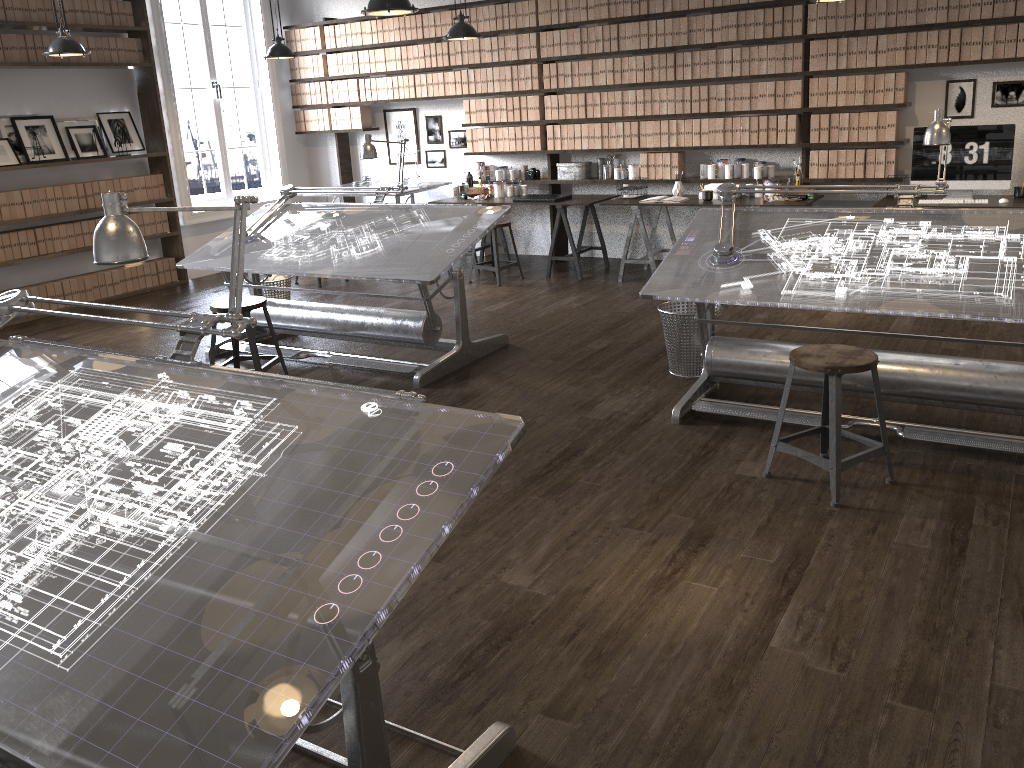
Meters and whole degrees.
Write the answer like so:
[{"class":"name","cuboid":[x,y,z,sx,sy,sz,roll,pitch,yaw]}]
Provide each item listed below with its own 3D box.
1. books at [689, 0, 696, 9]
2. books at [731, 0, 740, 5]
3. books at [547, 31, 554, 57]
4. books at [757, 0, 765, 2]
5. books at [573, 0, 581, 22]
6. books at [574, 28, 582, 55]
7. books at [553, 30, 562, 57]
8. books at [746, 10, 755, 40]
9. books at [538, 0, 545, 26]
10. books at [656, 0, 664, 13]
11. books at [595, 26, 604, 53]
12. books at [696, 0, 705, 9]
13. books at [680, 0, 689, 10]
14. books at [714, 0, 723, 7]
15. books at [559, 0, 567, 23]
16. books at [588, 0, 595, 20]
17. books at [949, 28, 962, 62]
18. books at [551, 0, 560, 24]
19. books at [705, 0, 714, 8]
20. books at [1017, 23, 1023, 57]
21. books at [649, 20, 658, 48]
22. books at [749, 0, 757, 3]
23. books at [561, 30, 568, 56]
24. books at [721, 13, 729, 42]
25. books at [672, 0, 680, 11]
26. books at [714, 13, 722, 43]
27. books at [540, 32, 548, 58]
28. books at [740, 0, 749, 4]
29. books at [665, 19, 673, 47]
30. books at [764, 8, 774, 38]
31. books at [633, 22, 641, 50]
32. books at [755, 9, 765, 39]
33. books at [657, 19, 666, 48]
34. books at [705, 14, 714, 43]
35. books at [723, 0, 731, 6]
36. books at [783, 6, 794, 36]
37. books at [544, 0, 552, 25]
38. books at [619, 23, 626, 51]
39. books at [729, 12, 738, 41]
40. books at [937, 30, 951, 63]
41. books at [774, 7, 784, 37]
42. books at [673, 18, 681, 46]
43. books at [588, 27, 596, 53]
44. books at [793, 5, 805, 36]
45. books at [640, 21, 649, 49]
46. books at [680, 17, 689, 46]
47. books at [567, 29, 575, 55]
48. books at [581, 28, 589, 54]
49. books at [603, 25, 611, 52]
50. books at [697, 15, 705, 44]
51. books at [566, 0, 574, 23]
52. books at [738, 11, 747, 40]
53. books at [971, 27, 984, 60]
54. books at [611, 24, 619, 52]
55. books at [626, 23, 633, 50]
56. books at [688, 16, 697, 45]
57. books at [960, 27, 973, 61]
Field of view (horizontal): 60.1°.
[{"class":"books","cuboid":[1.510,-3.180,7.250,0.067,0.222,0.176,6,18,30]},{"class":"books","cuboid":[1.809,-3.142,7.074,0.067,0.223,0.176,6,18,30]},{"class":"books","cuboid":[0.387,-3.063,7.996,0.067,0.223,0.176,6,18,30]},{"class":"books","cuboid":[1.985,-3.120,6.970,0.067,0.222,0.176,6,18,30]},{"class":"books","cuboid":[0.607,-3.297,7.785,0.067,0.223,0.176,6,18,30]},{"class":"books","cuboid":[0.618,-3.032,7.853,0.067,0.223,0.176,6,18,30]},{"class":"books","cuboid":[0.445,-3.054,7.957,0.067,0.223,0.176,6,18,30]},{"class":"books","cuboid":[1.933,-2.865,7.082,0.067,0.223,0.176,6,18,30]},{"class":"books","cuboid":[0.308,-3.335,7.961,0.067,0.222,0.176,6,18,30]},{"class":"books","cuboid":[1.262,-3.211,7.391,0.067,0.223,0.176,6,18,30]},{"class":"books","cuboid":[0.798,-3.009,7.749,0.067,0.223,0.176,6,18,30]},{"class":"books","cuboid":[1.563,-3.172,7.214,0.067,0.223,0.176,6,18,30]},{"class":"books","cuboid":[1.447,-3.189,7.288,0.067,0.223,0.176,6,18,30]},{"class":"books","cuboid":[1.688,-3.157,7.143,0.067,0.223,0.176,6,18,30]},{"class":"books","cuboid":[0.486,-3.311,7.854,0.067,0.223,0.176,6,18,30]},{"class":"books","cuboid":[0.728,-3.280,7.711,0.067,0.222,0.176,6,18,30]},{"class":"books","cuboid":[3.209,-2.446,6.401,0.067,0.223,0.176,6,18,30]},{"class":"books","cuboid":[0.422,-3.318,7.888,0.067,0.223,0.176,6,18,30]},{"class":"books","cuboid":[1.625,-3.164,7.177,0.067,0.223,0.176,6,18,30]},{"class":"books","cuboid":[3.576,-2.400,6.187,0.067,0.222,0.176,6,18,30]},{"class":"books","cuboid":[1.222,-2.955,7.499,0.067,0.223,0.176,6,18,30]},{"class":"books","cuboid":[1.931,-3.126,7.000,0.067,0.222,0.176,6,18,30]},{"class":"books","cuboid":[0.508,-3.047,7.922,0.067,0.222,0.176,6,18,30]},{"class":"books","cuboid":[1.757,-2.887,7.185,0.067,0.222,0.176,6,18,30]},{"class":"books","cuboid":[1.388,-3.197,7.325,0.067,0.223,0.176,6,18,30]},{"class":"books","cuboid":[1.702,-2.894,7.216,0.067,0.222,0.176,6,18,30]},{"class":"books","cuboid":[0.328,-3.071,8.033,0.067,0.223,0.176,6,18,30]},{"class":"books","cuboid":[1.867,-3.133,7.035,0.067,0.223,0.176,6,18,30]},{"class":"books","cuboid":[1.348,-2.939,7.425,0.067,0.222,0.176,6,18,30]},{"class":"books","cuboid":[2.055,-2.849,7.011,0.067,0.223,0.176,6,18,30]},{"class":"books","cuboid":[1.096,-2.970,7.570,0.067,0.223,0.176,6,18,30]},{"class":"books","cuboid":[1.992,-2.856,7.043,0.067,0.223,0.176,6,18,30]},{"class":"books","cuboid":[1.285,-2.946,7.460,0.067,0.223,0.176,6,18,30]},{"class":"books","cuboid":[1.639,-2.901,7.251,0.067,0.223,0.176,6,18,30]},{"class":"books","cuboid":[1.750,-3.150,7.111,0.067,0.223,0.176,6,18,30]},{"class":"books","cuboid":[2.183,-2.833,6.935,0.067,0.222,0.176,6,18,30]},{"class":"books","cuboid":[0.360,-3.326,7.925,0.067,0.223,0.176,6,18,30]},{"class":"books","cuboid":[0.989,-2.986,7.641,0.067,0.222,0.176,6,18,30]},{"class":"books","cuboid":[1.812,-2.878,7.148,0.067,0.223,0.176,6,18,30]},{"class":"books","cuboid":[3.148,-2.455,6.443,0.067,0.223,0.176,6,18,30]},{"class":"books","cuboid":[2.117,-2.840,6.968,0.067,0.223,0.176,6,18,30]},{"class":"books","cuboid":[1.403,-2.933,7.394,0.067,0.222,0.176,6,18,30]},{"class":"books","cuboid":[0.740,-3.018,7.788,0.067,0.223,0.176,6,18,30]},{"class":"books","cuboid":[2.247,-2.824,6.895,0.067,0.222,0.176,6,18,30]},{"class":"books","cuboid":[1.159,-2.962,7.533,0.067,0.223,0.176,6,18,30]},{"class":"books","cuboid":[1.458,-2.924,7.357,0.067,0.223,0.176,6,18,30]},{"class":"books","cuboid":[0.563,-3.040,7.891,0.067,0.222,0.176,6,18,30]},{"class":"books","cuboid":[0.679,-3.026,7.824,0.067,0.223,0.176,6,18,30]},{"class":"books","cuboid":[0.862,-3.003,7.717,0.067,0.223,0.176,6,18,30]},{"class":"books","cuboid":[1.580,-2.910,7.290,0.067,0.223,0.176,6,18,30]},{"class":"books","cuboid":[0.548,-3.305,7.822,0.067,0.223,0.176,6,18,30]},{"class":"books","cuboid":[1.872,-2.873,7.118,0.067,0.223,0.176,6,18,30]},{"class":"books","cuboid":[3.328,-2.430,6.329,0.067,0.223,0.176,6,18,30]},{"class":"books","cuboid":[0.923,-2.993,7.674,0.067,0.223,0.176,6,18,30]},{"class":"books","cuboid":[1.044,-2.978,7.606,0.067,0.222,0.176,6,18,30]},{"class":"books","cuboid":[1.521,-2.918,7.327,0.067,0.223,0.176,6,18,30]},{"class":"books","cuboid":[3.275,-2.439,6.368,0.067,0.222,0.176,6,18,30]}]
